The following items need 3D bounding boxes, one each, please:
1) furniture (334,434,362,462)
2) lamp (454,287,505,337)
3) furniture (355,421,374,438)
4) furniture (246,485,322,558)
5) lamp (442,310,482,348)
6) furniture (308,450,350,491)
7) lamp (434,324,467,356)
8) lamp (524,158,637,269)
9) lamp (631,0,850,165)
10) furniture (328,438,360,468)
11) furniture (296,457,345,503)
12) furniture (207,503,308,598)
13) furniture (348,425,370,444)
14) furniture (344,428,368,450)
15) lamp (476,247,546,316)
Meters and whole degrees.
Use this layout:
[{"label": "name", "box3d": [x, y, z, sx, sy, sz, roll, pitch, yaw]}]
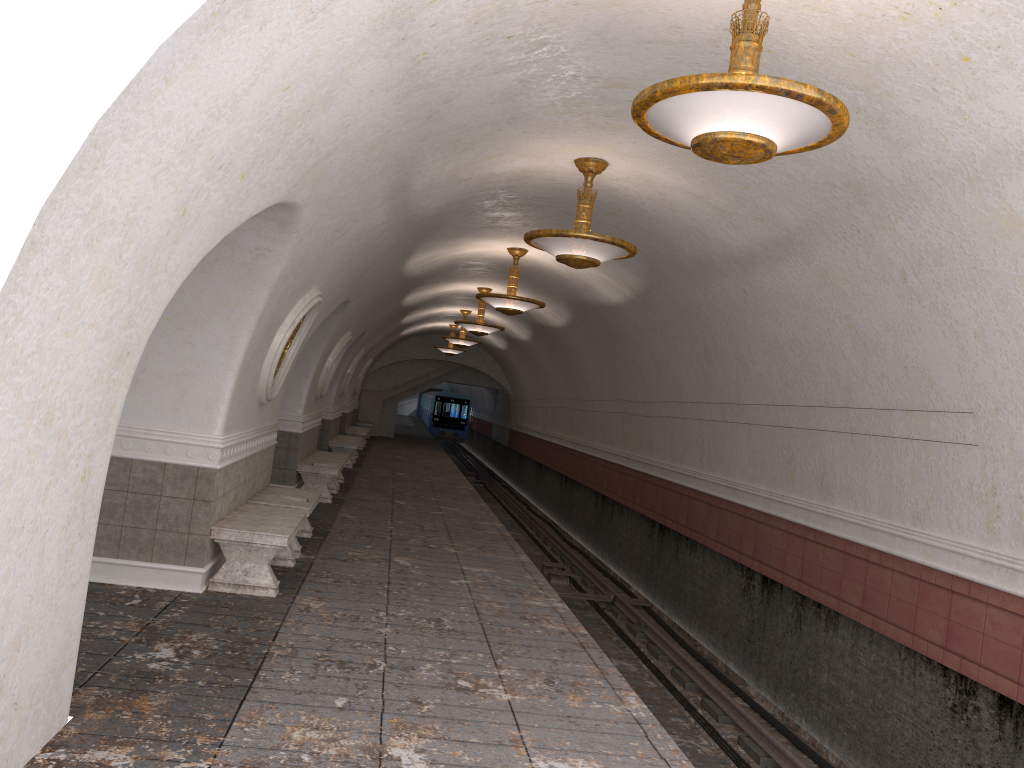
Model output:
[{"label": "furniture", "box3d": [-3.967, 1.543, 21.375, 0.613, 0.508, 1.509, 8, -1, -7]}, {"label": "lamp", "box3d": [-0.604, -1.405, 17.459, 1.008, 0.955, 1.008, 8, -1, 9]}, {"label": "furniture", "box3d": [-5.322, 1.632, 31.871, 0.613, 0.508, 1.509, 8, -1, -7]}, {"label": "furniture", "box3d": [-2.426, 1.442, 9.445, 0.613, 0.508, 1.509, 8, -1, -7]}, {"label": "lamp", "box3d": [-1.223, -1.365, 22.247, 1.008, 0.955, 1.008, 8, -1, 9]}, {"label": "furniture", "box3d": [-3.196, 1.493, 15.404, 0.613, 0.508, 1.509, 8, -1, -7]}, {"label": "lamp", "box3d": [-1.841, -1.324, 27.037, 1.008, 0.955, 1.008, 7, -2, 39]}, {"label": "lamp", "box3d": [0.637, -1.486, 7.846, 1.008, 0.955, 1.008, 8, -2, -23]}, {"label": "lamp", "box3d": [1.105, -1.517, 4.222, 1.008, 0.955, 1.008, 7, -2, 39]}, {"label": "furniture", "box3d": [-3.752, 1.529, 19.707, 0.613, 0.508, 1.509, 8, -1, -7]}, {"label": "furniture", "box3d": [-2.981, 1.479, 13.736, 0.613, 0.508, 1.509, 8, -1, -7]}, {"label": "furniture", "box3d": [-2.211, 1.428, 7.777, 0.613, 0.508, 1.509, 8, -1, -7]}, {"label": "furniture", "box3d": [-4.731, 1.593, 27.288, 0.613, 0.508, 1.509, 8, -1, -7]}, {"label": "furniture", "box3d": [-4.515, 1.579, 25.621, 0.613, 0.508, 1.509, 8, -1, -7]}, {"label": "lamp", "box3d": [0.014, -1.445, 12.669, 1.008, 0.955, 1.008, 8, -2, -23]}]
